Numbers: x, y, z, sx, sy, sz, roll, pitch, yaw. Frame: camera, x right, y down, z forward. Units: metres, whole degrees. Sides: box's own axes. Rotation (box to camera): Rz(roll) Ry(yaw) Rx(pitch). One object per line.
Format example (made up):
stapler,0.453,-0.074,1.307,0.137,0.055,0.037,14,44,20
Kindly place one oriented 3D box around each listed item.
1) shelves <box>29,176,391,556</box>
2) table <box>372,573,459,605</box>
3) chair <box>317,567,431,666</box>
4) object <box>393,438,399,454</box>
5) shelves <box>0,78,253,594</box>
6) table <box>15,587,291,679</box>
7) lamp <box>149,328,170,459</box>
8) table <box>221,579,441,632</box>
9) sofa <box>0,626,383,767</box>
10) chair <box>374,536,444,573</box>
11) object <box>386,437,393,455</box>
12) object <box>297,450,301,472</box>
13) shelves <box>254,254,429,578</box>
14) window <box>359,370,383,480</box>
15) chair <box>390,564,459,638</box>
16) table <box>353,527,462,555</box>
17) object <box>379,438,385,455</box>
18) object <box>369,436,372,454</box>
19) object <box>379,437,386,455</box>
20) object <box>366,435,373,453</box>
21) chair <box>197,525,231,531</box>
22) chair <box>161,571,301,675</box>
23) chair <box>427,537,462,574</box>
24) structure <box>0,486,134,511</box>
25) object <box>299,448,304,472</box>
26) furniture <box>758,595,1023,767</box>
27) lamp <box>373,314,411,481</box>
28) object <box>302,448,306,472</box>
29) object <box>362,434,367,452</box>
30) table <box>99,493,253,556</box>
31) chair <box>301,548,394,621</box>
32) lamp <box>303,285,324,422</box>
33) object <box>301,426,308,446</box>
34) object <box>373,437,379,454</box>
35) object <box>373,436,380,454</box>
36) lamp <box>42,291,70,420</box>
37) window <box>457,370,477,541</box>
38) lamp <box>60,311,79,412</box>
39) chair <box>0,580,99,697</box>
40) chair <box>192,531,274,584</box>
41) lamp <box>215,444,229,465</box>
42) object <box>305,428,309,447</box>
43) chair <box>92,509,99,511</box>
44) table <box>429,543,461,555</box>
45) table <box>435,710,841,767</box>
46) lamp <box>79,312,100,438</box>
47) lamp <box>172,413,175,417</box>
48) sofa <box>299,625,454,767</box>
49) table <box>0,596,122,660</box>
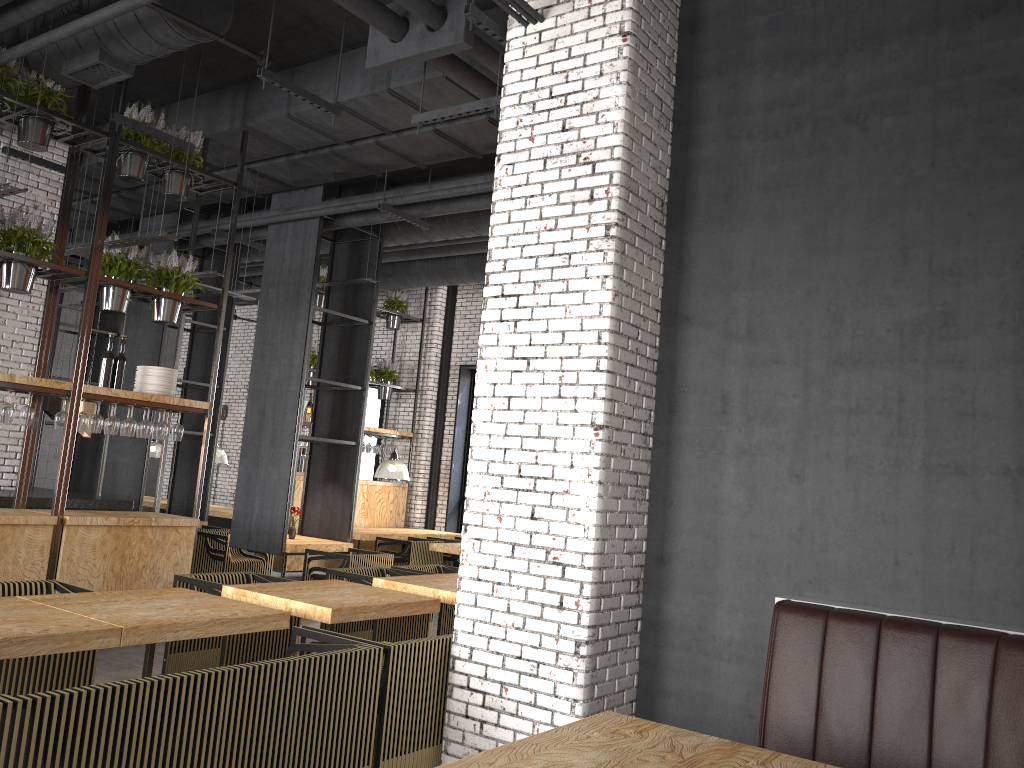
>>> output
shelves,-4.348,-0.350,11.468,6.147,4.378,1.000,0,-9,35
table,-0.405,1.935,6.862,1.000,0.765,0.994,0,-8,35
chair,-1.143,1.958,7.477,0.638,0.732,0.655,0,-9,35
object,-1.800,0.980,13.774,0.101,0.268,0.101,8,-8,-23
shelves,-3.817,-0.557,6.441,0.690,5.032,3.650,0,-9,35
table,-1.942,1.562,4.711,1.000,0.765,0.994,0,-8,35
lamp,-6.332,0.128,15.982,0.536,2.412,0.535,7,-8,-13
table,-1.200,1.744,5.764,1.000,0.765,0.994,0,-8,35
sofa,-1.427,1.509,3.702,0.640,0.732,1.801,0,-8,35
chair,-1.380,2.413,11.700,0.638,0.732,0.655,0,-9,35
object,-1.884,0.960,13.655,0.101,0.268,0.101,8,-8,-23
object,-2.993,0.963,12.231,0.157,0.555,0.106,0,-9,34
shelves,-2.443,0.316,13.167,0.690,5.032,2.327,0,-9,35
window,-2.433,1.079,15.175,0.748,2.706,0.364,0,-9,35
chair,-0.691,2.072,8.143,0.638,0.732,0.655,0,-9,34
table,-1.757,2.462,12.571,1.000,0.765,2.111,0,-8,35
object,-2.034,0.979,13.938,0.101,0.268,0.101,8,-8,-23
object,-2.202,0.938,13.700,0.101,0.268,0.101,8,-8,-23
object,-1.967,0.939,13.536,0.101,0.268,0.101,8,-8,-23
object,-2.135,0.898,13.298,0.101,0.268,0.101,7,-8,-18
chair,-3.841,2.082,10.610,0.638,0.732,0.655,0,-9,37
chair,-1.977,1.757,6.319,0.638,0.732,0.655,0,-8,34
chair,-0.803,2.558,12.552,0.638,0.732,0.655,0,-8,33
structure,-7.315,1.175,8.568,5.876,1.537,4.299,0,-8,35
object,-2.953,1.069,12.309,0.107,0.369,0.070,0,-9,34
furniture,0.142,1.113,0.892,1.917,1.153,6.747,0,-8,35
lamp,-1.613,0.170,12.796,0.536,2.412,0.535,7,-8,-18
object,-2.917,1.078,12.363,0.107,0.369,0.070,0,-9,34
object,-2.214,0.879,13.186,0.101,0.268,0.101,7,-8,-18
table,-5.727,2.408,15.094,4.135,0.765,0.998,0,-8,35
chair,-1.712,2.098,9.149,0.638,0.732,0.655,0,-8,34
lamp,-2.211,-0.368,9.998,0.108,1.603,0.108,4,-8,7
object,-2.861,0.721,12.269,0.101,0.268,0.101,7,-8,-18
object,-2.118,0.958,13.819,0.101,0.268,0.101,8,-8,-23
object,-2.051,0.919,13.417,0.101,0.268,0.101,8,-8,-23
lamp,-4.751,-0.319,9.313,0.127,1.398,0.127,0,-9,35
window,-0.486,1.091,13.806,0.748,2.706,0.364,0,-9,35
lamp,-6.450,-0.393,12.979,0.108,1.603,0.108,8,-8,-22
chair,-2.845,1.543,5.070,0.638,0.732,0.655,-1,-9,38
chair,-3.208,2.085,10.165,0.638,0.732,0.655,-1,-9,38
lamp,-4.920,0.136,14.990,0.536,2.412,0.535,7,-8,-18
object,-2.927,0.760,12.672,0.101,0.268,0.101,7,-8,-18
chair,-5.940,2.073,12.123,0.638,0.732,0.655,0,-9,36
table,-0.029,2.472,11.356,1.000,0.765,2.111,0,-8,35
table,-0.442,1.304,1.284,1.000,0.765,4.125,0,-8,35
lamp,-4.225,-0.241,8.929,0.127,1.551,0.127,0,-9,35
lamp,-4.310,-0.380,11.474,0.108,1.603,0.108,6,-8,-8
sofa,-0.370,1.768,5.201,0.640,0.732,1.801,0,-8,35
table,-2.513,1.422,3.901,1.000,0.765,0.994,0,-8,35
